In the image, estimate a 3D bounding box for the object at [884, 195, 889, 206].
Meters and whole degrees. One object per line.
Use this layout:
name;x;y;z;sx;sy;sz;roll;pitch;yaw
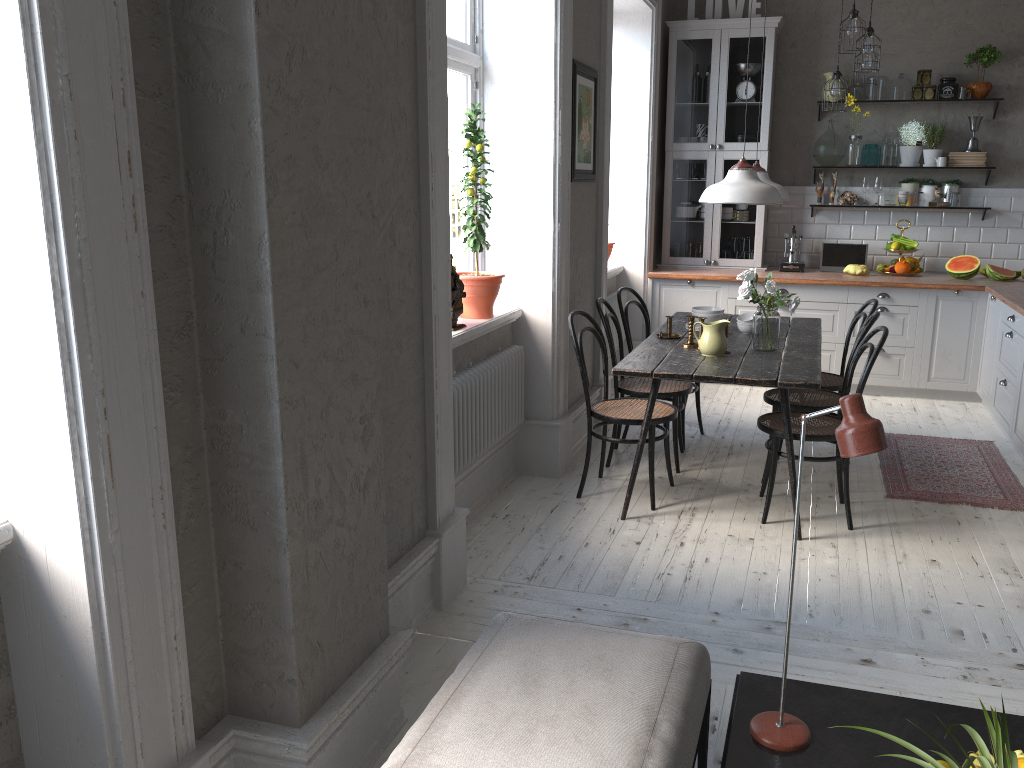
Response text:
object;2.969;-1.450;6.986;0.076;0.083;0.079;9;16;34

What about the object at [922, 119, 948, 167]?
object;3.217;-1.852;6.763;0.187;0.380;0.167;-5;14;-21

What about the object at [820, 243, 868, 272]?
object;2.620;-0.996;6.999;0.347;0.226;0.089;4;14;16

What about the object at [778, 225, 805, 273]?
object;2.223;-1.075;7.010;0.203;0.370;0.357;4;14;18

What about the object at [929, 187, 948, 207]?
object;3.291;-1.437;6.811;0.119;0.147;0.099;-3;13;-14

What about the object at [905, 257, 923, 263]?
object;3.101;-0.954;6.844;0.126;0.056;0.060;3;13;9

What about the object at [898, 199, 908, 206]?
object;3.024;-1.402;6.852;0.076;0.051;0.078;3;13;10

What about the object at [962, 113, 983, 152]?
object;3.491;-1.898;6.694;0.130;0.287;0.131;1;13;3

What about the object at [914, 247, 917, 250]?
object;3.089;-1.040;6.814;0.051;0.050;0.050;7;15;26

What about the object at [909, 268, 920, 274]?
object;3.079;-0.865;6.785;0.069;0.051;0.088;-6;14;-24

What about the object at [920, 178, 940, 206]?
object;3.249;-1.494;6.906;0.150;0.214;0.170;-12;17;-41

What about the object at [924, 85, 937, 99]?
object;3.159;-2.196;6.694;0.081;0.113;0.084;7;15;27

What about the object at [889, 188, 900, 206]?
object;2.973;-1.459;6.901;0.079;0.139;0.078;-2;13;-9

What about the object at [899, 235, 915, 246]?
object;3.055;-1.104;6.845;0.177;0.096;0.090;10;16;37

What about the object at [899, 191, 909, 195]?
object;3.024;-1.461;6.838;0.077;0.051;0.077;1;13;3

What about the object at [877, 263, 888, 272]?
object;2.902;-0.908;6.913;0.155;0.072;0.075;-11;17;-42

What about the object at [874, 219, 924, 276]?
object;3.001;-1.053;6.828;0.351;0.425;0.352;1;13;3

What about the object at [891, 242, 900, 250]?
object;2.933;-1.055;6.773;0.058;0.069;0.080;10;16;36

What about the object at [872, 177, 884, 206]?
object;2.849;-1.498;6.895;0.081;0.217;0.082;1;13;4

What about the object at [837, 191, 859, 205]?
object;2.654;-1.473;7.020;0.177;0.111;0.096;-1;13;-5

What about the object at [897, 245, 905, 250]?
object;2.977;-1.033;6.781;0.063;0.061;0.067;4;14;17

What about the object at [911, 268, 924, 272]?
object;3.102;-0.901;6.901;0.055;0.044;0.213;-8;16;-33

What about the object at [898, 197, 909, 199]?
object;3.024;-1.419;6.848;0.076;0.051;0.078;3;13;10

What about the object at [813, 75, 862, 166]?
object;2.483;-2.043;6.896;0.337;0.674;0.334;-3;13;-13

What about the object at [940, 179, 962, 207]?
object;3.408;-1.483;6.868;0.157;0.213;0.154;4;13;15

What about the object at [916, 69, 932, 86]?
object;3.105;-2.307;6.676;0.083;0.113;0.082;0;13;-2

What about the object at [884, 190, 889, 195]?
object;2.969;-1.483;6.979;0.076;0.083;0.079;9;16;34

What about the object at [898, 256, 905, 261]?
object;3.041;-0.952;6.909;0.084;0.093;0.087;3;13;13

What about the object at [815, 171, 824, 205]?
object;2.470;-1.570;7.099;0.053;0.264;0.061;-3;13;-11

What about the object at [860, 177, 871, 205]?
object;2.796;-1.525;7.008;0.081;0.217;0.082;1;13;4

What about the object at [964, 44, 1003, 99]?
object;3.497;-2.309;6.566;0.255;0.397;0.246;12;17;41

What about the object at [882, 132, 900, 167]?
object;2.974;-1.841;6.965;0.129;0.264;0.133;6;14;23

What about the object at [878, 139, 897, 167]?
object;2.903;-1.782;6.837;0.122;0.206;0.127;11;17;39

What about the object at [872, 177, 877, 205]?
object;2.876;-1.518;6.979;0.081;0.217;0.082;1;13;4

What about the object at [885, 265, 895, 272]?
object;2.928;-0.894;6.869;0.090;0.057;0.084;-10;17;-39

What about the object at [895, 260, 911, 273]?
object;2.972;-0.891;6.739;0.114;0.110;0.110;-3;13;-14

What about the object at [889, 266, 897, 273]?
object;2.947;-0.887;6.882;0.070;0.076;0.229;0;13;1

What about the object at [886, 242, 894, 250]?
object;2.943;-1.056;6.851;0.095;0.078;0.101;1;13;5

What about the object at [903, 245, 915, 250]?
object;3.040;-1.034;6.797;0.076;0.062;0.100;-2;13;-9

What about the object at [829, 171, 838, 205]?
object;2.564;-1.559;7.055;0.063;0.264;0.052;-9;16;-35

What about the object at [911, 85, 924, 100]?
object;3.077;-2.203;6.722;0.082;0.113;0.084;4;14;17

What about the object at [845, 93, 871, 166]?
object;2.634;-1.954;6.822;0.190;0.540;0.282;2;13;10

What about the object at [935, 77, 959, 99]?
object;3.291;-2.227;6.700;0.140;0.174;0.144;4;14;17

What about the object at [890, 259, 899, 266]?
object;3.014;-0.945;6.927;0.077;0.076;0.157;12;18;43

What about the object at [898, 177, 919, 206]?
object;3.099;-1.508;6.941;0.157;0.217;0.155;0;13;-2

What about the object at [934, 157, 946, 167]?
object;3.260;-1.685;6.720;0.064;0.071;0.104;-11;17;-41

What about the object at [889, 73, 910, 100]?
object;2.996;-2.285;6.838;0.142;0.220;0.138;-5;14;-22

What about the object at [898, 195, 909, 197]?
object;3.024;-1.436;6.844;0.075;0.051;0.079;10;16;35

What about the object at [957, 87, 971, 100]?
object;3.365;-2.161;6.586;0.092;0.096;0.075;4;14;18

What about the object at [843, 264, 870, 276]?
object;2.646;-0.877;6.798;0.194;0.083;0.191;5;14;18

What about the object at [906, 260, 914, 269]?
object;3.034;-0.915;6.796;0.087;0.078;0.089;13;18;43

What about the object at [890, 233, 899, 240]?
object;2.945;-1.128;6.805;0.073;0.058;0.050;-1;13;-6

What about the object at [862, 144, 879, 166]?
object;2.815;-1.794;6.958;0.124;0.172;0.128;5;14;21

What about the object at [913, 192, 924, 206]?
object;3.151;-1.434;6.864;0.077;0.108;0.078;3;13;11

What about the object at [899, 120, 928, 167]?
object;3.109;-1.861;6.852;0.240;0.354;0.239;9;16;35

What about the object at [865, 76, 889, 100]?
object;2.796;-2.261;6.804;0.175;0.184;0.169;-8;15;-32

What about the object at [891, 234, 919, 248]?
object;3.006;-1.101;6.787;0.207;0.101;0.068;6;14;23

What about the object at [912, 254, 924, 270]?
object;3.124;-0.945;6.831;0.060;0.120;0.128;11;17;40

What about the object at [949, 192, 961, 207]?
object;3.388;-1.409;6.768;0.077;0.108;0.078;3;13;11

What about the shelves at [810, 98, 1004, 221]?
shelves;3.022;-1.716;6.880;1.301;0.923;0.231;4;14;16
